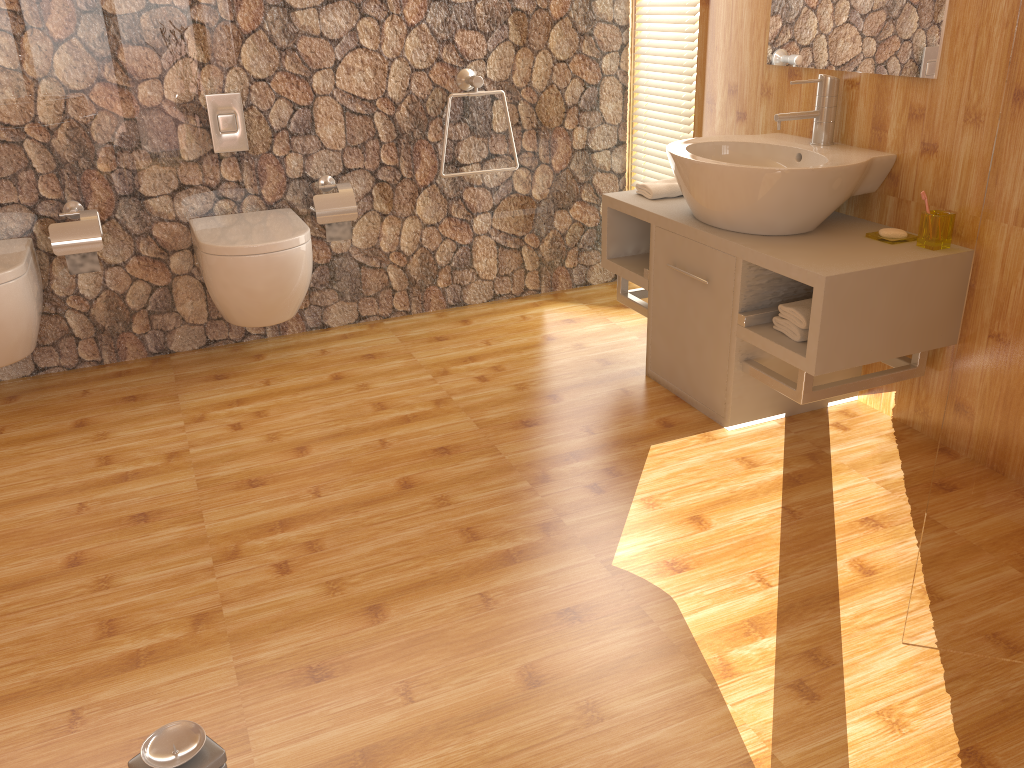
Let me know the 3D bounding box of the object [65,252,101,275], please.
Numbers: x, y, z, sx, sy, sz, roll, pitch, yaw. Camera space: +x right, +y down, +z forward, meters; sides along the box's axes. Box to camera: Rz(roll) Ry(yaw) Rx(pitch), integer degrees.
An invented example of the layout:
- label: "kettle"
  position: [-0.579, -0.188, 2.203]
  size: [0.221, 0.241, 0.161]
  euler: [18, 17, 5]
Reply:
- label: "object"
  position: [-1.469, -0.458, 3.020]
  size: [0.098, 0.151, 0.090]
  euler: [-11, 25, -21]

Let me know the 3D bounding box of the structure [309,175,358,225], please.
- label: "structure"
  position: [-0.679, -0.692, 3.317]
  size: [0.170, 0.151, 0.154]
  euler: [-11, 25, -21]

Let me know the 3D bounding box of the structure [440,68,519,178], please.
- label: "structure"
  position: [-0.147, -1.016, 3.441]
  size: [0.332, 0.387, 0.133]
  euler: [-11, 25, -21]

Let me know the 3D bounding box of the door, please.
- label: "door"
  position: [1.223, -0.438, 1.220]
  size: [0.983, 2.147, 0.077]
  euler: [5, 25, 16]

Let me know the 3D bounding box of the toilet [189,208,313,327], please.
- label: "toilet"
  position: [-0.899, -0.387, 3.133]
  size: [0.371, 0.337, 0.507]
  euler: [-11, 25, -21]

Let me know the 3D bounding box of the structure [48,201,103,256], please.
- label: "structure"
  position: [-1.486, -0.531, 3.009]
  size: [0.170, 0.151, 0.154]
  euler: [-11, 25, -21]

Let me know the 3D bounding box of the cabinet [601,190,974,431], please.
- label: "cabinet"
  position: [0.769, -0.249, 2.845]
  size: [0.517, 0.570, 1.136]
  euler: [-11, 25, -21]

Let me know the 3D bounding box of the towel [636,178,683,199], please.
- label: "towel"
  position: [0.559, -0.685, 3.078]
  size: [0.225, 0.048, 0.140]
  euler: [-9, 25, -16]

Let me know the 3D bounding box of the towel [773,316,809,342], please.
- label: "towel"
  position: [0.857, -0.172, 2.461]
  size: [0.225, 0.048, 0.140]
  euler: [-9, 25, -16]

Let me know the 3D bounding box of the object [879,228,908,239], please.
- label: "object"
  position: [1.059, -0.418, 2.465]
  size: [0.075, 0.023, 0.050]
  euler: [3, 24, 12]

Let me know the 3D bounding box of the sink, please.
- label: "sink"
  position: [0.749, -0.696, 2.643]
  size: [0.533, 0.409, 0.634]
  euler: [-11, 25, -21]

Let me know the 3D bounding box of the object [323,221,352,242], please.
- label: "object"
  position: [-0.662, -0.619, 3.329]
  size: [0.098, 0.151, 0.090]
  euler: [-11, 25, -21]

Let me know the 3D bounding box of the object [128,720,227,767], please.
- label: "object"
  position: [0.683, 0.022, 0.554]
  size: [2.276, 1.921, 0.347]
  euler: [6, 25, 18]

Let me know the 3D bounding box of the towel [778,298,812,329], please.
- label: "towel"
  position: [0.867, -0.205, 2.442]
  size: [0.225, 0.048, 0.140]
  euler: [-9, 25, -16]

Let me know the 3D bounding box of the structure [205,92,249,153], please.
- label: "structure"
  position: [-1.010, -0.926, 3.146]
  size: [0.120, 0.200, 0.010]
  euler: [-11, 25, -21]

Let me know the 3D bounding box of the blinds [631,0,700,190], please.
- label: "blinds"
  position: [0.603, -1.407, 3.437]
  size: [0.042, 2.178, 0.420]
  euler: [-11, 25, -21]

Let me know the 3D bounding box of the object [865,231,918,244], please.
- label: "object"
  position: [1.057, -0.410, 2.467]
  size: [0.100, 0.010, 0.100]
  euler: [-11, 25, -21]

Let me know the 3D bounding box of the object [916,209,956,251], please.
- label: "object"
  position: [1.128, -0.410, 2.360]
  size: [0.060, 0.093, 0.060]
  euler: [-11, 25, -21]

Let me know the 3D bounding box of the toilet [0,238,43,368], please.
- label: "toilet"
  position: [-1.708, -0.225, 2.824]
  size: [0.371, 0.337, 0.507]
  euler: [-11, 25, -21]

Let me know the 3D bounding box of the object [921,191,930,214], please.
- label: "object"
  position: [1.107, -0.447, 2.355]
  size: [0.063, 0.132, 0.012]
  euler: [1, 24, 6]

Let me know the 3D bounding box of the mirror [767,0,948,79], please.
- label: "mirror"
  position: [0.978, -1.176, 2.545]
  size: [0.005, 0.523, 0.698]
  euler: [-11, 25, -21]

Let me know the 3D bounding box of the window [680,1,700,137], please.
- label: "window"
  position: [1.435, -0.785, 1.991]
  size: [0.010, 2.164, 3.964]
  euler: [-11, 25, -21]
